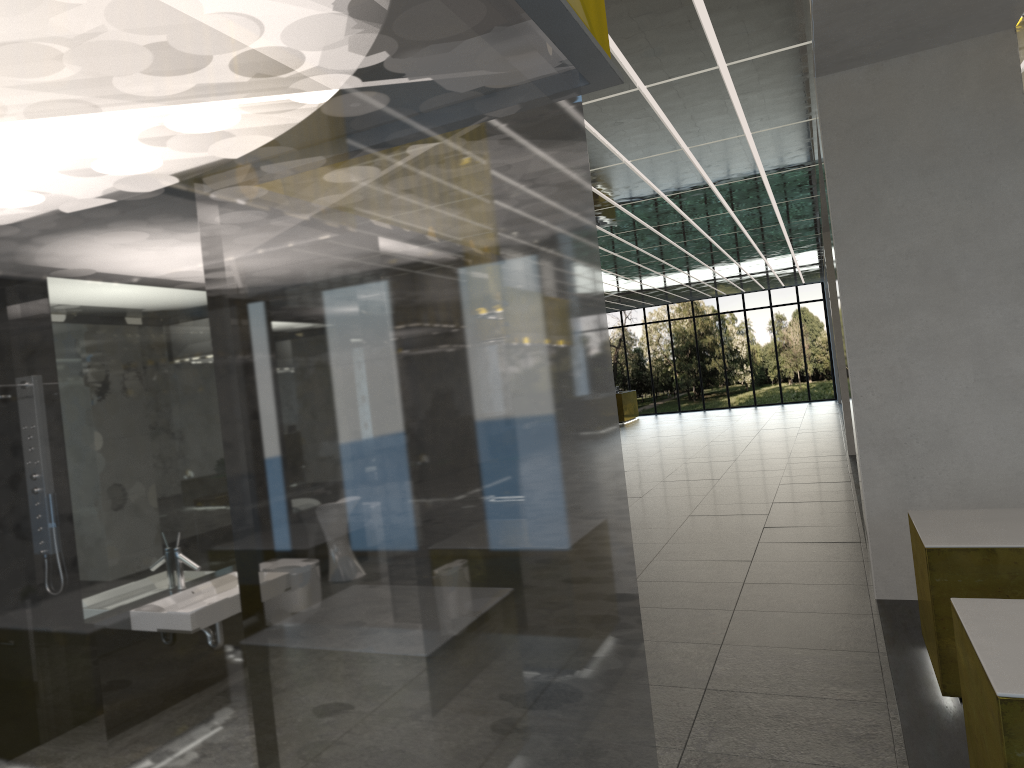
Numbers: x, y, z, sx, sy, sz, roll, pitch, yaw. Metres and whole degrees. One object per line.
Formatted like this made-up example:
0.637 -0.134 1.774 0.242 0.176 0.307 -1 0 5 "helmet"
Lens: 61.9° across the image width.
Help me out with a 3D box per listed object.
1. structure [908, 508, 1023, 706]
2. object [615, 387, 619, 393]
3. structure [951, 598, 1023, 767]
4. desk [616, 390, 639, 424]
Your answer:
3.809 1.616 6.258 1.424 1.173 1.386 -6 0 24 "structure"
5.308 0.482 43.799 0.574 0.667 0.720 -6 0 23 "object"
2.867 1.722 3.717 1.424 1.173 1.386 -6 0 24 "structure"
4.561 1.285 44.216 3.356 1.508 3.343 -6 0 24 "desk"
